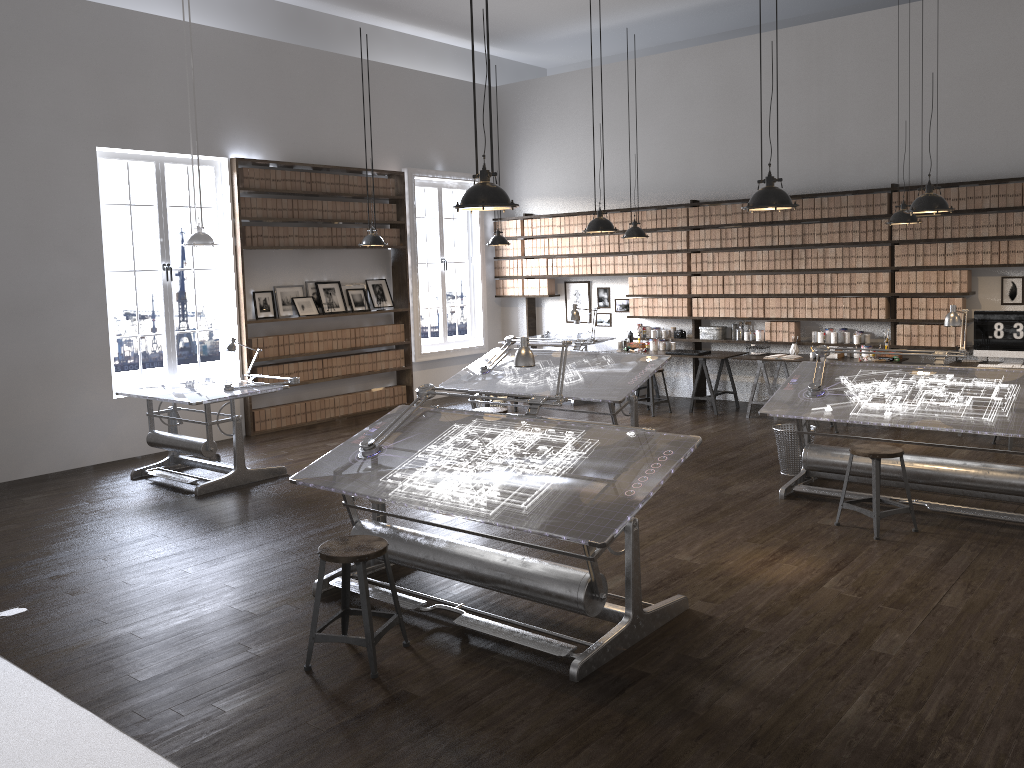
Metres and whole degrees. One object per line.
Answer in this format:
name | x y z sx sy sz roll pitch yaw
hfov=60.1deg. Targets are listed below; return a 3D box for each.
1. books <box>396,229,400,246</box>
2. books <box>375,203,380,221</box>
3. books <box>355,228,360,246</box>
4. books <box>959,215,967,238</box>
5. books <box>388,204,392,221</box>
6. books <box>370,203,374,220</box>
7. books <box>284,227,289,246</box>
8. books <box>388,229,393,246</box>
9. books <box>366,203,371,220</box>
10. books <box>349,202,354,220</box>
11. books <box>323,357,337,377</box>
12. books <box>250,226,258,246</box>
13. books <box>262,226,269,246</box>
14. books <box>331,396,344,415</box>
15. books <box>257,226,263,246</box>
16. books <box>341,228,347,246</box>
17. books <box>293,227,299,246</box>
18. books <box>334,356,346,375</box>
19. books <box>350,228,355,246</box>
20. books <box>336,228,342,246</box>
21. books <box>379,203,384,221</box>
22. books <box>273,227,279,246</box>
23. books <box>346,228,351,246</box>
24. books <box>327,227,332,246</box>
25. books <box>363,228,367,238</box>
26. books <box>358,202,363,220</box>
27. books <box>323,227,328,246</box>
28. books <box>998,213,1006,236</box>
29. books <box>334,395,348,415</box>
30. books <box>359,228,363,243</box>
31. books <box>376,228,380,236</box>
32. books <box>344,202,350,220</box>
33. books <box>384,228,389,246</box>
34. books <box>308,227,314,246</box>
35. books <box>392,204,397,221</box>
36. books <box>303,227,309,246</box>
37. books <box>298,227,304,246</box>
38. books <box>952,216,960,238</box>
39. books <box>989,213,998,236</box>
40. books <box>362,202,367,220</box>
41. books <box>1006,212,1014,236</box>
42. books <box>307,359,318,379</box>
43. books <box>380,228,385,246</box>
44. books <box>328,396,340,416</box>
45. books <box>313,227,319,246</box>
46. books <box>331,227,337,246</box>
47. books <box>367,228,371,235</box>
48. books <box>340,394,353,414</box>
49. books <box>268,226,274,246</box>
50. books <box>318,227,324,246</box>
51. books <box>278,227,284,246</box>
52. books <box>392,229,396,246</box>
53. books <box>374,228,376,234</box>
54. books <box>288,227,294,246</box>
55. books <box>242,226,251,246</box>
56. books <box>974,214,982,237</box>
books | -1.526 -1.884 11.413 0.175 0.225 0.067 3 7 39
books | -1.748 -2.152 11.124 0.174 0.225 0.067 3 7 39
books | -1.955 -1.800 10.883 0.175 0.225 0.067 3 7 39
books | 4.534 -1.574 8.861 0.067 0.225 0.175 2 7 39
books | -1.613 -2.179 11.297 0.175 0.224 0.067 3 7 39
books | -1.796 -2.144 11.072 0.174 0.225 0.067 3 7 39
books | -2.621 -1.673 10.078 0.175 0.224 0.067 3 7 39
books | -1.606 -1.868 11.307 0.175 0.225 0.067 3 7 39
books | -1.841 -2.135 11.017 0.175 0.225 0.067 3 7 39
books | -2.008 -2.102 10.807 0.175 0.225 0.067 3 7 39
books | -2.188 -0.207 10.660 0.175 0.225 0.067 3 7 39
books | -2.885 -1.621 9.751 0.175 0.225 0.067 3 7 39
books | -2.793 -1.639 9.864 0.174 0.225 0.067 3 7 39
books | -2.125 0.261 10.762 0.175 0.224 0.067 3 7 39
books | -2.842 -1.630 9.812 0.175 0.225 0.067 3 7 39
books | -2.088 -1.775 10.723 0.174 0.225 0.067 3 7 39
books | -2.533 -1.689 10.180 0.175 0.225 0.067 3 7 39
books | -2.104 -0.225 10.774 0.174 0.225 0.067 3 7 39
books | -2.002 -1.793 10.834 0.175 0.225 0.067 3 7 39
books | -2.137 -1.767 10.671 0.175 0.225 0.067 3 7 39
books | -1.707 -2.161 11.182 0.175 0.225 0.067 3 7 39
books | -2.707 -1.656 9.976 0.175 0.225 0.067 3 7 39
books | -2.047 -1.784 10.780 0.174 0.225 0.067 3 7 39
books | -2.231 -1.748 10.556 0.175 0.224 0.067 3 7 39
books | -1.875 -1.816 10.984 0.175 0.224 0.067 3 7 39
books | -1.925 -2.118 10.913 0.175 0.224 0.067 3 7 39
books | -2.271 -1.740 10.504 0.175 0.224 0.067 3 7 39
books | 4.796 -1.554 8.645 0.067 0.225 0.175 2 7 39
books | -2.086 0.253 10.811 0.175 0.224 0.067 3 7 39
books | -1.916 -1.809 10.937 0.175 0.224 0.067 3 7 39
books | -1.743 -1.843 11.151 0.174 0.225 0.067 3 7 39
books | -2.055 -2.093 10.755 0.175 0.225 0.067 3 7 39
books | -1.648 -1.860 11.256 0.175 0.225 0.067 3 7 39
books | -2.401 -1.715 10.343 0.174 0.225 0.067 3 7 39
books | -1.563 -2.188 11.353 0.175 0.224 0.067 3 7 39
books | -2.448 -1.706 10.292 0.174 0.225 0.067 3 7 39
books | -2.491 -1.698 10.237 0.175 0.225 0.067 3 7 39
books | 4.479 -1.578 8.906 0.067 0.225 0.175 2 7 39
books | 4.739 -1.557 8.687 0.067 0.225 0.175 2 7 39
books | -1.879 -2.126 10.962 0.175 0.225 0.067 3 7 39
books | 4.852 -1.550 8.603 0.067 0.225 0.175 2 7 39
books | -2.371 -0.172 10.441 0.174 0.225 0.067 3 7 39
books | -1.696 -1.851 11.202 0.174 0.225 0.067 3 7 39
books | -2.169 0.270 10.705 0.175 0.225 0.067 3 7 39
books | -2.353 -1.723 10.397 0.175 0.225 0.067 3 7 39
books | -2.180 -1.757 10.610 0.175 0.225 0.067 3 7 39
books | -1.828 -1.825 11.039 0.175 0.225 0.067 3 7 39
books | -2.040 0.245 10.860 0.175 0.225 0.067 3 7 39
books | -2.752 -1.647 9.921 0.174 0.225 0.067 3 7 39
books | -2.307 -1.732 10.452 0.175 0.225 0.067 3 7 39
books | -2.659 -1.664 10.024 0.175 0.225 0.067 3 7 39
books | -1.569 -1.876 11.358 0.175 0.224 0.067 3 7 39
books | -1.786 -1.834 11.096 0.175 0.225 0.067 3 7 39
books | -2.580 -1.680 10.126 0.175 0.224 0.067 3 7 39
books | -2.936 -1.612 9.697 0.175 0.224 0.067 3 7 39
books | 4.637 -1.566 8.775 0.067 0.224 0.175 2 7 39
